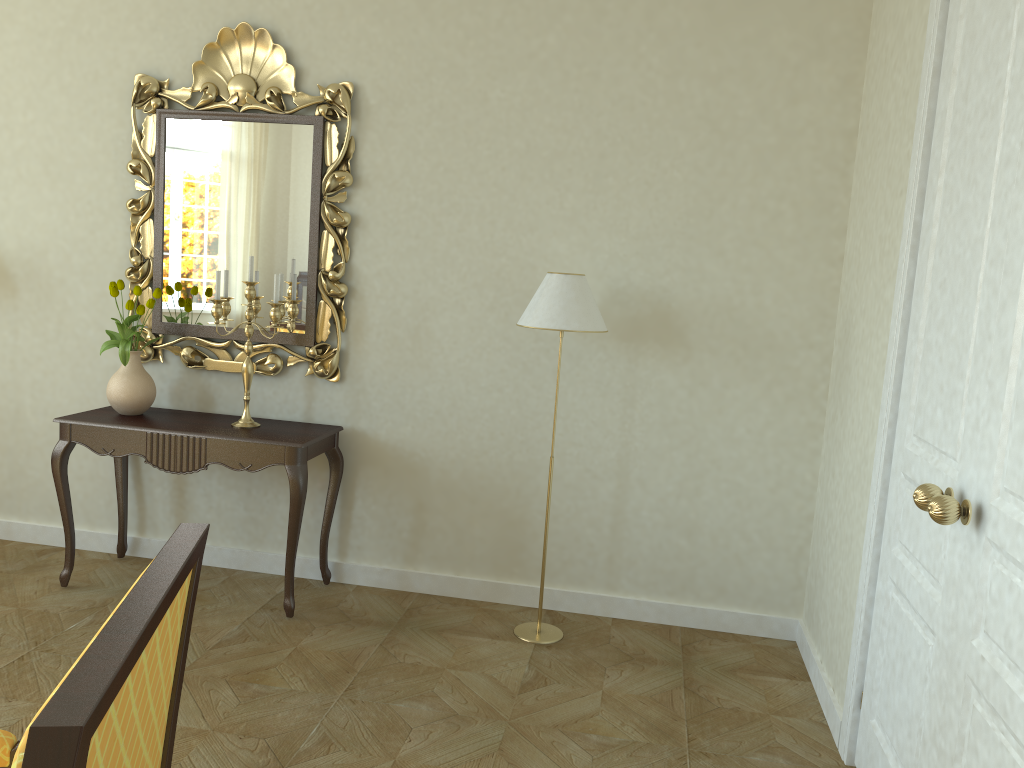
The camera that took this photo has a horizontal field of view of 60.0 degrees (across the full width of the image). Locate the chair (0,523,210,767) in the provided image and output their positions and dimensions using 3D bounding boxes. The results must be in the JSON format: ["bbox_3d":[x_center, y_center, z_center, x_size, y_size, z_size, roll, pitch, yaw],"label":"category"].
[{"bbox_3d":[-0.820,0.795,1.166,0.671,1.083,0.730,3,7,-9],"label":"chair"}]

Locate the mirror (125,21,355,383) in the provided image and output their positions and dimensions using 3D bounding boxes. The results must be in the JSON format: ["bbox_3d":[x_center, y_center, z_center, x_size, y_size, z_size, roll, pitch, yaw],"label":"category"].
[{"bbox_3d":[-1.280,-0.849,4.132,1.117,1.612,0.082,5,7,9],"label":"mirror"}]

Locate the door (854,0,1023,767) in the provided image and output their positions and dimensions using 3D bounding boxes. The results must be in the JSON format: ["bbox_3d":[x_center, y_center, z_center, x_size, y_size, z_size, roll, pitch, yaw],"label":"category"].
[{"bbox_3d":[1.072,-0.016,2.069,0.153,2.701,1.405,5,7,9],"label":"door"}]

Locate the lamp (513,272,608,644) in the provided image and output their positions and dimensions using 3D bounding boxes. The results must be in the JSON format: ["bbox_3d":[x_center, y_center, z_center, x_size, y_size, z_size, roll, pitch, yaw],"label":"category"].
[{"bbox_3d":[0.169,0.312,3.740,0.381,1.552,0.381,5,7,9],"label":"lamp"}]

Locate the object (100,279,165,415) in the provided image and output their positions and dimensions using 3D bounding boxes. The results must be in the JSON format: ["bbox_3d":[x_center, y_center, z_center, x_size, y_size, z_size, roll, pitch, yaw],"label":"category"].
[{"bbox_3d":[-1.734,-0.164,4.033,0.264,0.609,0.242,10,9,38],"label":"object"}]

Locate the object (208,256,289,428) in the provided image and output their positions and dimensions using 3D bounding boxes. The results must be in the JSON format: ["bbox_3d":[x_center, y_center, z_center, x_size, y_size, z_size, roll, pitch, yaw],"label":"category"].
[{"bbox_3d":[-1.169,-0.187,3.937,0.320,0.757,0.320,3,7,-10],"label":"object"}]
